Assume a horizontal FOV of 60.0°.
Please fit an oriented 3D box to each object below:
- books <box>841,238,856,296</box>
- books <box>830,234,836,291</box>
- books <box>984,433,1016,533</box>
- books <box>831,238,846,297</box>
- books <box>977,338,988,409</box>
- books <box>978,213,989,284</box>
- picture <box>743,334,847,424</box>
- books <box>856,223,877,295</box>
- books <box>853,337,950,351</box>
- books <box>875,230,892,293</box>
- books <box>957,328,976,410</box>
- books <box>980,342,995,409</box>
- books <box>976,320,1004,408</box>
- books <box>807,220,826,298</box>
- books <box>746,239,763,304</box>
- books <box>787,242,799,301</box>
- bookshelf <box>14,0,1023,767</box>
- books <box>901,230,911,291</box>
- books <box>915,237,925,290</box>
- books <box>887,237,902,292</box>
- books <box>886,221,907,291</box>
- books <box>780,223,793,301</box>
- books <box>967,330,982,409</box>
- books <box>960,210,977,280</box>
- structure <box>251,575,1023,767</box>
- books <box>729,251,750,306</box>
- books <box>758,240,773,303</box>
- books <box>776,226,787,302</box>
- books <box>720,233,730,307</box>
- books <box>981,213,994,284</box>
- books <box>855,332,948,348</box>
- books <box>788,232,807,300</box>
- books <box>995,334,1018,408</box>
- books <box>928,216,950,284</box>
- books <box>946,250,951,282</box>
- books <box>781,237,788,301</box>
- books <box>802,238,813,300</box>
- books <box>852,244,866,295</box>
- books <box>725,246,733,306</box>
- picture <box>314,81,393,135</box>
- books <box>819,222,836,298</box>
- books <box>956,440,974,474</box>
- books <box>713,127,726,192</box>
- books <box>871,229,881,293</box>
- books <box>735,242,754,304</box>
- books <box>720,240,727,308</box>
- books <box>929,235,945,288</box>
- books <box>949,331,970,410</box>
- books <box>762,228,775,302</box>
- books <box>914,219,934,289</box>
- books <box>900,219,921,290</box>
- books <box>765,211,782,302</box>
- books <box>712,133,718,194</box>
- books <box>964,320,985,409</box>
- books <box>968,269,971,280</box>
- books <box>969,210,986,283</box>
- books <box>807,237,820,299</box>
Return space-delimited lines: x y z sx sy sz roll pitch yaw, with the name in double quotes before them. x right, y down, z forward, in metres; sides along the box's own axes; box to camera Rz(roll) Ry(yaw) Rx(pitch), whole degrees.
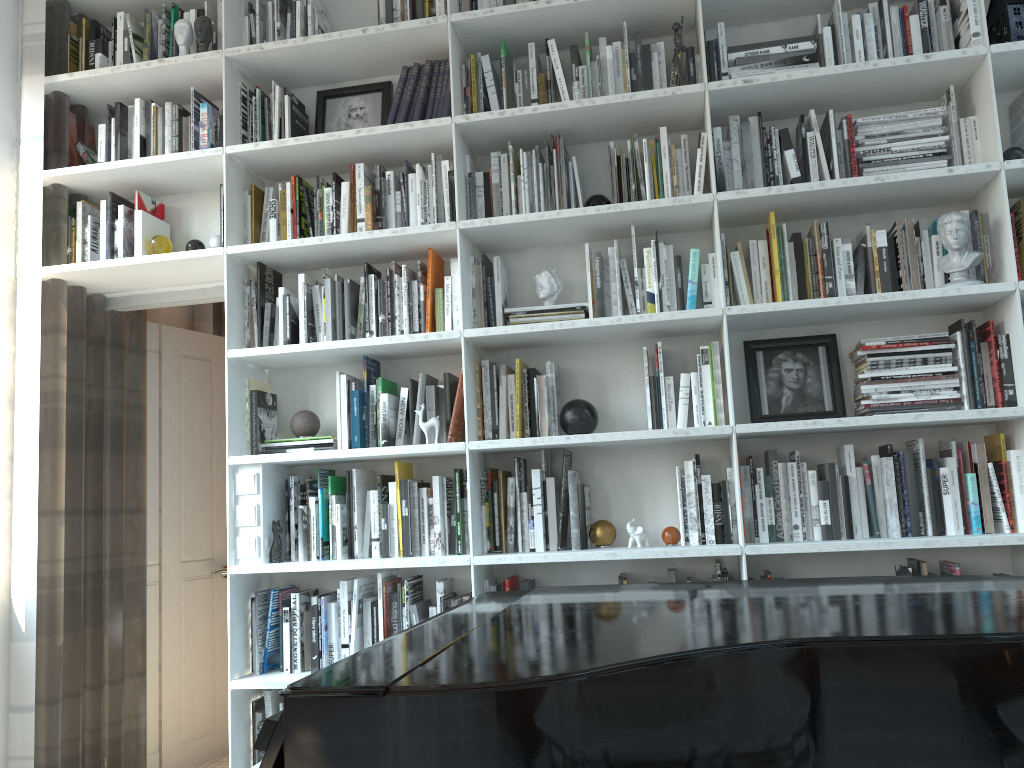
"books" 1.087 -0.349 2.899 0.030 0.214 0.169 -4 -7 10
"books" 1.044 -0.362 2.921 0.011 0.251 0.130 -4 -7 10
"books" 1.511 0.307 2.751 0.011 0.300 0.149 -4 -7 10
"books" 1.060 -0.348 2.903 0.024 0.216 0.175 -4 -7 10
"books" 1.463 -0.019 2.802 0.013 0.232 0.134 -4 -7 10
"books" 1.485 -0.400 2.838 0.014 0.260 0.137 -4 -7 10
"picture" 0.936 -0.010 2.947 0.300 0.299 0.077 -4 -7 11
"books" 1.157 -0.376 2.891 0.014 0.258 0.161 -4 -7 10
"books" 1.245 -0.122 2.845 0.254 0.012 0.161 -4 -8 8
"books" 1.185 -0.363 2.869 0.029 0.223 0.185 -4 -8 10
"books" 1.414 -0.032 2.796 0.011 0.260 0.184 -4 -7 10
"books" 1.479 -0.013 2.797 0.021 0.217 0.132 -4 -7 10
"books" 1.490 -0.047 2.781 0.011 0.279 0.186 -4 -7 10
"books" 1.002 -0.377 2.918 0.013 0.283 0.177 -4 -7 10
"books" 0.812 -0.343 2.965 0.026 0.247 0.139 -4 -7 10
"books" 0.923 -0.342 2.944 0.024 0.228 0.148 -4 -7 10
"bookshelf" 1.308 -0.177 2.777 6.298 3.137 0.331 -4 -7 11
"books" 1.257 -0.367 2.884 0.025 0.230 0.143 -4 -7 10
"books" 1.304 -0.359 2.871 0.022 0.206 0.114 -4 -7 10
"books" 1.214 -0.353 2.864 0.029 0.200 0.178 -4 -8 10
"books" 1.232 -0.378 2.853 0.012 0.244 0.186 -4 -7 10
"books" 0.901 -0.369 2.928 0.010 0.280 0.171 -4 -7 10
"books" 1.438 -0.030 2.802 0.013 0.256 0.163 -4 -7 10
"books" 1.453 -0.406 2.849 0.025 0.278 0.108 -4 -7 10
"structure" 0.451 0.871 1.739 1.918 0.831 1.336 -4 -8 10
"books" 0.757 -0.322 2.952 0.053 0.208 0.156 -4 -7 10
"books" 0.838 -0.342 2.954 0.029 0.239 0.156 -4 -7 10
"books" 0.876 -0.362 2.916 0.015 0.266 0.189 -4 -7 10
"books" 0.718 -0.352 2.990 0.010 0.281 0.140 -4 -7 10
"books" 1.504 -0.403 2.841 0.023 0.264 0.107 -4 -7 10
"books" 1.244 -0.135 2.845 0.254 0.012 0.161 -5 -8 14
"books" 0.949 -0.358 2.947 0.028 0.259 0.134 -4 -7 10
"books" 1.511 -0.025 2.764 0.034 0.229 0.199 -4 -8 10
"books" 1.377 -0.393 2.861 0.014 0.263 0.135 -4 -7 10
"books" 1.390 -0.366 2.850 0.012 0.205 0.146 -4 -7 10
"books" 0.895 -0.348 2.945 0.010 0.244 0.149 -4 -7 10
"books" 0.966 -0.346 2.921 0.012 0.227 0.170 -4 -7 10
"books" 1.128 -0.342 2.903 0.050 0.198 0.146 -4 -7 10
"books" 0.730 -0.330 2.984 0.011 0.235 0.142 -4 -7 10
"picture" -0.601 -0.994 3.359 0.300 0.299 0.077 -4 -7 11
"books" 1.019 -0.372 2.899 0.028 0.267 0.190 -4 -7 10
"books" 1.425 0.323 2.775 0.010 0.283 0.132 -4 -7 10
"books" 0.705 -0.712 3.014 0.026 0.266 0.171 -4 -7 10
"books" 1.168 -0.365 2.884 0.010 0.233 0.175 -4 -7 10
"books" 0.776 -0.338 2.963 0.042 0.241 0.162 -4 -7 10
"books" 0.706 -0.339 2.982 0.012 0.253 0.161 -4 -7 10
"books" 1.353 -0.362 2.853 0.035 0.201 0.149 -4 -7 10
"books" 1.403 -0.027 2.800 0.012 0.253 0.161 -4 -7 10
"books" 0.859 -0.363 2.965 0.010 0.283 0.137 -4 -7 10
"books" 1.324 -0.388 2.864 0.024 0.258 0.127 -4 -7 10
"books" 1.277 -0.385 2.863 0.025 0.258 0.151 -4 -7 10
"books" 0.861 -0.386 2.923 0.014 0.317 0.188 -4 -7 10
"books" 0.688 -0.703 3.027 0.012 0.253 0.161 -4 -7 10
"books" 1.449 -0.046 2.801 0.011 0.287 0.152 -4 -7 10
"books" 1.427 -0.396 2.842 0.025 0.259 0.130 -4 -7 10
"books" 1.469 -0.403 2.829 0.014 0.265 0.154 -4 -7 10
"books" 0.986 -0.351 2.926 0.025 0.235 0.137 -4 -7 10
